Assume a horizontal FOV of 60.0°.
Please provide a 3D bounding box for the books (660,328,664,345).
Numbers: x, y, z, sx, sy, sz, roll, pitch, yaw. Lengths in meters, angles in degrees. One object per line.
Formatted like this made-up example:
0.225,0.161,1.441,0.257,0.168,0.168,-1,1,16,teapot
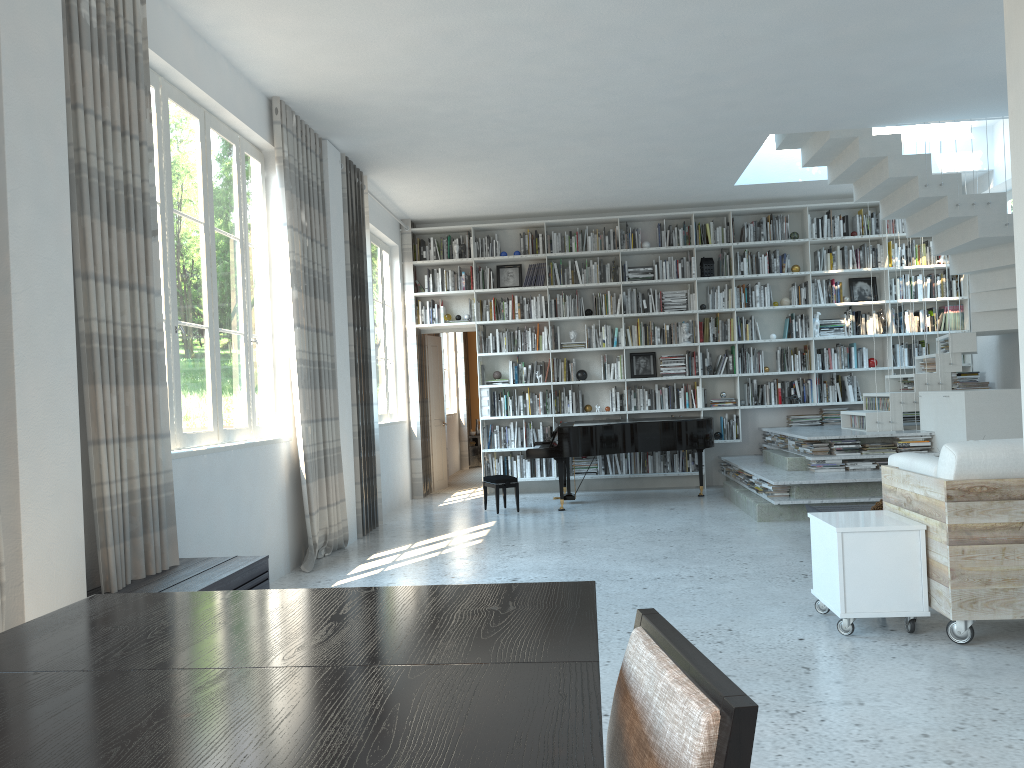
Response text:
1.726,-0.541,10.233,0.050,0.199,0.145,-3,0,5,books

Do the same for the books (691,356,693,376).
2.063,-0.205,10.207,0.013,0.232,0.134,-3,0,5,books

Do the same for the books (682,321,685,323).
1.978,-0.585,10.212,0.014,0.263,0.135,-3,0,5,books

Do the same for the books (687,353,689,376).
2.015,-0.217,10.194,0.011,0.261,0.184,-3,0,5,books

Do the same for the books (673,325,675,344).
1.856,-0.562,10.225,0.025,0.230,0.143,-3,0,5,books

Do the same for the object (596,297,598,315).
0.988,-0.890,10.298,0.010,0.225,0.142,-3,0,5,object

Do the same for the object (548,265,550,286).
0.430,-1.246,10.338,0.012,0.254,0.161,-3,0,5,object

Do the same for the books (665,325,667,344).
1.768,-0.561,10.215,0.010,0.234,0.175,-3,0,5,books

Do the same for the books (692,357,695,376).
2.080,-0.198,10.203,0.021,0.217,0.132,-3,0,5,books

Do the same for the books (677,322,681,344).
1.925,-0.580,10.210,0.024,0.259,0.126,-3,0,5,books

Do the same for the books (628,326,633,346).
1.370,-0.546,10.255,0.042,0.242,0.162,-3,0,5,books

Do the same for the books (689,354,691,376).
2.039,-0.216,10.203,0.013,0.256,0.162,-3,0,5,books

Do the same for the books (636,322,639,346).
1.451,-0.571,10.263,0.010,0.284,0.136,-3,0,5,books

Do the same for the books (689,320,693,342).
2.055,-0.596,10.207,0.025,0.279,0.108,-3,0,5,books

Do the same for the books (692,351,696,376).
2.093,-0.230,10.185,0.011,0.279,0.186,-3,0,5,books

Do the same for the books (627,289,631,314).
1.351,-0.942,10.248,0.026,0.297,0.179,-3,0,5,books

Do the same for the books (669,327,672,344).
1.816,-0.546,10.202,0.029,0.200,0.178,-3,0,5,books

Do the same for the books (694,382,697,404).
2.111,0.125,10.198,0.011,0.300,0.149,-3,0,5,books

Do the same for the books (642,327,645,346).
1.518,-0.546,10.251,0.024,0.228,0.147,-3,0,5,books

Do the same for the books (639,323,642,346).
1.474,-0.564,10.217,0.015,0.266,0.189,-3,0,5,books

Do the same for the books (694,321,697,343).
2.107,-0.591,10.205,0.023,0.264,0.107,-3,0,5,books

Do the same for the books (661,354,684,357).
1.843,-0.327,10.212,0.254,0.012,0.161,-3,-1,9,books

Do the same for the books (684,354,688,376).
2.004,-0.213,10.197,0.012,0.254,0.161,-3,0,5,books

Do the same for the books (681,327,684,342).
1.955,-0.553,10.206,0.035,0.201,0.149,-3,0,5,books

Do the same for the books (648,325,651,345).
1.582,-0.553,10.239,0.025,0.236,0.137,-3,0,5,books

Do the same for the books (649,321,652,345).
1.599,-0.578,10.230,0.013,0.283,0.176,-3,0,5,books

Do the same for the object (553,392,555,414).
0.495,0.222,10.334,0.012,0.254,0.161,-3,0,5,object

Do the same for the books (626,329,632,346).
1.351,-0.529,10.244,0.053,0.208,0.156,-3,0,5,books

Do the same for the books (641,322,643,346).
1.498,-0.572,10.230,0.010,0.281,0.170,-3,0,5,books

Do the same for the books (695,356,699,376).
2.116,-0.206,10.173,0.034,0.229,0.199,-3,0,5,books

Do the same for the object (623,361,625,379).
1.293,-0.162,10.283,0.017,0.216,0.103,-3,0,5,object

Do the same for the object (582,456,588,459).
0.836,0.821,10.264,0.086,0.087,0.086,-2,-1,-17,object

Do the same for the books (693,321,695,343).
2.088,-0.588,10.200,0.014,0.261,0.137,-3,0,5,books

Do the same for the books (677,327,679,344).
1.904,-0.553,10.218,0.022,0.206,0.114,-3,0,5,books

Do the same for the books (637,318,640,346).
1.459,-0.589,10.219,0.014,0.317,0.188,-3,0,5,books

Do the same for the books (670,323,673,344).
1.834,-0.569,10.190,0.012,0.245,0.186,-3,0,5,books

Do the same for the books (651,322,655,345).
1.618,-0.571,10.214,0.028,0.267,0.190,-3,0,5,books

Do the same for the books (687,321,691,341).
2.030,-0.585,10.198,0.025,0.259,0.130,-3,0,5,books

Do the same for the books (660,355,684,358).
1.844,-0.314,10.214,0.254,0.012,0.161,-3,-1,2,books

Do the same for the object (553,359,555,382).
0.491,-0.153,10.346,0.012,0.270,0.130,-3,0,5,object

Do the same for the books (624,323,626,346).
1.309,-0.563,10.274,0.010,0.282,0.140,-3,0,5,books

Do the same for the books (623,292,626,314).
1.299,-0.925,10.255,0.026,0.267,0.170,-3,0,5,books

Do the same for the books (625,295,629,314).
1.328,-0.906,10.268,0.027,0.228,0.147,-3,0,5,books

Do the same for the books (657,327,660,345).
1.685,-0.547,10.224,0.030,0.215,0.168,-3,0,5,books

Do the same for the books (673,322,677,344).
1.878,-0.578,10.204,0.025,0.258,0.150,-3,0,5,books

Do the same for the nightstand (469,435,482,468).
-0.746,1.112,14.674,0.650,0.518,0.430,-3,0,8,nightstand

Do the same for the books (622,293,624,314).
1.282,-0.917,10.267,0.012,0.254,0.161,-3,0,5,books

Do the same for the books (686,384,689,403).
2.022,0.137,10.215,0.010,0.284,0.132,-3,0,5,books

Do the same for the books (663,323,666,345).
1.756,-0.572,10.220,0.014,0.258,0.161,-3,0,5,books

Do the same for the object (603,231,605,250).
1.066,-1.638,10.282,0.010,0.246,0.157,-3,0,5,object

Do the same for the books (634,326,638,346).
1.432,-0.548,10.252,0.029,0.240,0.155,-3,0,5,books

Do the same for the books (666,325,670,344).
1.786,-0.557,10.203,0.029,0.224,0.185,-3,0,5,books

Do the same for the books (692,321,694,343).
2.073,-0.591,10.189,0.014,0.266,0.154,-3,0,5,books

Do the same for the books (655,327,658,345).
1.657,-0.547,10.225,0.024,0.216,0.175,-3,0,5,books

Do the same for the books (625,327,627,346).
1.320,-0.541,10.272,0.011,0.235,0.142,-3,0,5,books

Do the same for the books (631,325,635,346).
1.404,-0.551,10.261,0.026,0.248,0.139,-3,0,5,books

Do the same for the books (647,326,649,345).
1.562,-0.548,10.233,0.012,0.228,0.169,-3,0,5,books

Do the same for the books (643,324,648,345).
1.544,-0.563,10.255,0.028,0.259,0.134,-3,0,5,books

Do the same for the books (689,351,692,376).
2.050,-0.232,10.201,0.011,0.288,0.152,-3,0,5,books
